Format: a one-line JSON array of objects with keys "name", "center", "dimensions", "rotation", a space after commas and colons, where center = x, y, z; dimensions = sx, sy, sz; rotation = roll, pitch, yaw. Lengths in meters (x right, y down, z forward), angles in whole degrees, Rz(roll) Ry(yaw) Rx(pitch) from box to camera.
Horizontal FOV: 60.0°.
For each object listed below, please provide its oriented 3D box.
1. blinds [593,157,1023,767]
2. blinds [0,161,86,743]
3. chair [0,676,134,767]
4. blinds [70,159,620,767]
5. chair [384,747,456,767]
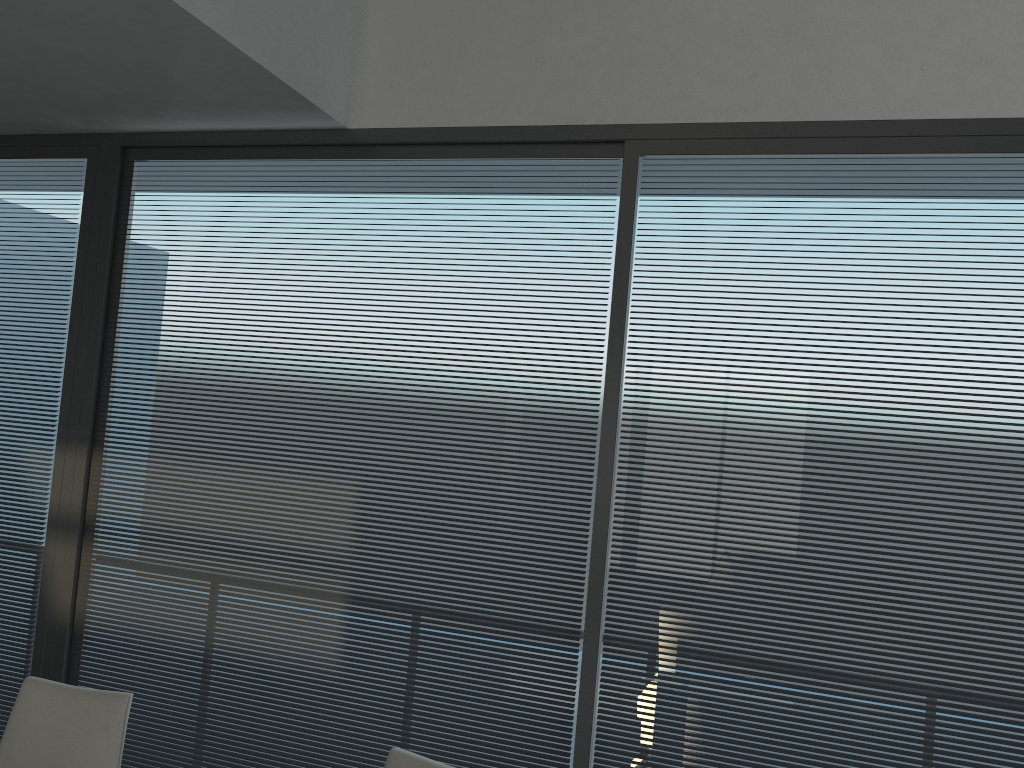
[{"name": "blinds", "center": [1.191, 0.624, 2.429], "dimensions": [1.874, 2.537, 0.018], "rotation": [4, -3, 17]}, {"name": "blinds", "center": [-2.595, 0.344, 3.603], "dimensions": [1.787, 2.537, 0.018], "rotation": [4, -3, 17]}, {"name": "chair", "center": [-1.216, 1.238, 1.994], "dimensions": [0.471, 0.959, 0.612], "rotation": [4, -3, 12]}, {"name": "blinds", "center": [-0.664, 0.487, 3.004], "dimensions": [1.874, 2.537, 0.018], "rotation": [4, -3, 17]}, {"name": "chair", "center": [-0.306, 1.305, 1.710], "dimensions": [0.471, 0.959, 0.612], "rotation": [4, -3, 27]}]
